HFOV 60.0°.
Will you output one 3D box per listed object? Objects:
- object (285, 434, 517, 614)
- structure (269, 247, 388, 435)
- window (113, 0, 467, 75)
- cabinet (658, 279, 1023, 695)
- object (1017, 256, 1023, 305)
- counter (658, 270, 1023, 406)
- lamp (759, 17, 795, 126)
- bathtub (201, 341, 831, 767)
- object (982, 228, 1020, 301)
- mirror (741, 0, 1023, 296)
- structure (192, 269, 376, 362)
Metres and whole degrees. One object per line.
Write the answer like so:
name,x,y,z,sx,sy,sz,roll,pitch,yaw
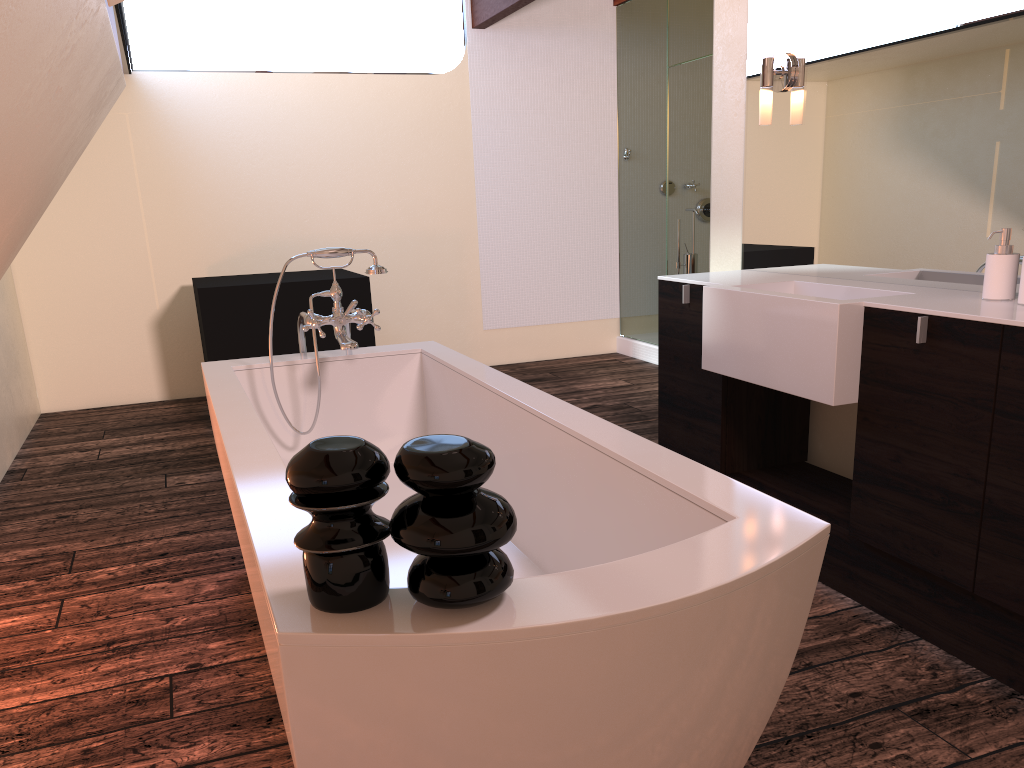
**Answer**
object,-0.132,0.185,1.094,0.276,0.231,0.155,0,14,9
structure,-0.570,0.057,2.970,0.384,1.131,0.548,-4,15,-6
window,-0.652,-2.078,3.757,2.103,0.683,3.490,-7,14,-20
cabinet,1.039,0.189,2.531,0.385,0.932,1.841,-8,14,-20
object,1.229,-0.269,2.071,0.073,0.124,0.073,-9,16,-24
counter,0.998,-0.126,2.436,0.441,0.299,1.841,-8,14,-20
lamp,0.862,-1.147,2.935,0.083,0.369,0.130,-8,16,-20
bathtub,-0.241,0.425,2.147,0.797,0.700,2.199,-8,14,-20
object,1.201,-0.328,2.178,0.080,0.192,0.073,3,16,19
mirror,1.407,-1.060,1.627,0.011,1.861,3.209,-8,15,-20
structure,-1.288,-0.238,5.030,0.868,0.869,0.794,-8,15,-20
